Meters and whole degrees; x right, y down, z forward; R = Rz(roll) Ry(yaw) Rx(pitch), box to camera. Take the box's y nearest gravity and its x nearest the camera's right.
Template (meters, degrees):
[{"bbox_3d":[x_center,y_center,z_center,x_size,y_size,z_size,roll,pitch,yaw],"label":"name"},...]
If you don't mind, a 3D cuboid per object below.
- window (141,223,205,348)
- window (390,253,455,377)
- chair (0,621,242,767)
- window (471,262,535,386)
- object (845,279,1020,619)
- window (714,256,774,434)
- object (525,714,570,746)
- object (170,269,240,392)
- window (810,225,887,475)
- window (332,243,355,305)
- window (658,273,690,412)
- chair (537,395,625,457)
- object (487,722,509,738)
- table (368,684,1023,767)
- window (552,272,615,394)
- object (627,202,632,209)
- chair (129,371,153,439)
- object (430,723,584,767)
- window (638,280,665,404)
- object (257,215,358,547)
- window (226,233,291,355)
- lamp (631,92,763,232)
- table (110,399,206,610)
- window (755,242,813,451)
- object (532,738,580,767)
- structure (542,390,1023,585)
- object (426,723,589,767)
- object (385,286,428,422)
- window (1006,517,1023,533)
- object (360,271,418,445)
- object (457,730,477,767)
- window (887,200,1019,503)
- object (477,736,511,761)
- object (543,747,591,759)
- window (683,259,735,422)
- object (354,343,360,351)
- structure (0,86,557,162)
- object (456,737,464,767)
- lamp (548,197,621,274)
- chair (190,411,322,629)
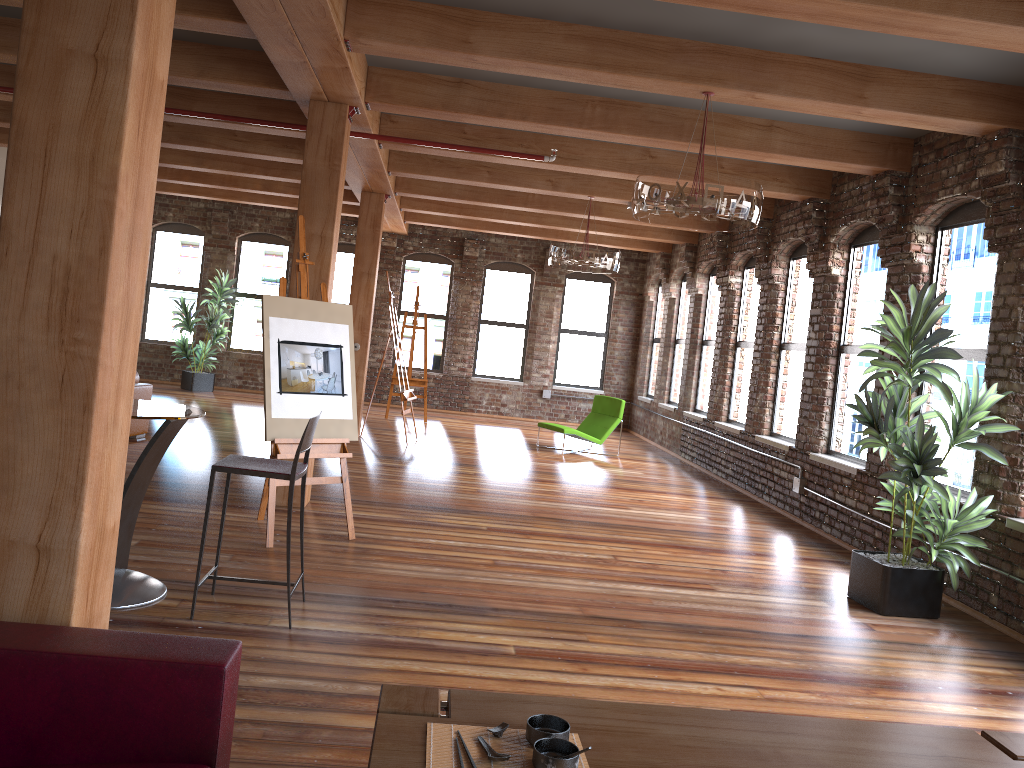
[{"bbox_3d":[-5.997,-1.775,15.772,0.968,2.169,0.086,6,0,-5],"label":"window"},{"bbox_3d":[-1.608,-1.277,16.067,0.968,2.227,0.221,6,0,-5],"label":"window"},{"bbox_3d":[-1.116,0.948,1.749,0.865,0.592,1.072,6,2,-5],"label":"chair"},{"bbox_3d":[-0.150,-1.127,16.189,0.968,2.218,0.219,6,0,-5],"label":"window"},{"bbox_3d":[2.613,0.403,5.726,0.967,2.103,1.080,6,1,8],"label":"object"},{"bbox_3d":[2.867,-0.524,10.886,0.230,2.214,0.969,6,1,-5],"label":"window"},{"bbox_3d":[0.081,0.790,2.006,0.099,0.043,0.099,7,3,21],"label":"object"},{"bbox_3d":[-5.271,-0.944,15.047,1.078,2.103,0.969,6,1,-27],"label":"object"},{"bbox_3d":[3.105,-0.348,7.961,0.232,2.214,0.969,6,1,-5],"label":"window"},{"bbox_3d":[-3.060,-1.431,15.947,0.968,2.227,0.221,6,0,-5],"label":"window"},{"bbox_3d":[2.631,-0.700,13.808,0.231,2.214,0.969,6,1,-5],"label":"window"},{"bbox_3d":[0.940,0.542,12.209,0.954,0.796,0.682,5,2,-30],"label":"chair"},{"bbox_3d":[-0.032,0.789,2.011,0.018,0.021,0.059,7,3,37],"label":"object"},{"bbox_3d":[0.543,1.150,1.867,1.749,0.550,0.901,6,2,-5],"label":"table"},{"bbox_3d":[1.323,-0.970,16.310,0.968,2.218,0.219,6,0,-5],"label":"window"},{"bbox_3d":[1.383,-2.013,9.985,0.145,0.072,0.147,6,2,-5],"label":"object"},{"bbox_3d":[-4.347,0.156,8.935,1.064,0.735,0.831,6,2,5],"label":"chair"},{"bbox_3d":[-0.003,0.813,1.823,0.332,0.003,0.471,6,3,-5],"label":"object"},{"bbox_3d":[2.510,-0.789,15.297,0.232,2.214,0.969,6,1,-5],"label":"window"},{"bbox_3d":[-1.390,-0.072,5.953,0.700,2.140,0.687,6,1,-45],"label":"object"},{"bbox_3d":[-4.518,-1.618,15.894,0.968,2.169,0.086,6,0,-5],"label":"window"},{"bbox_3d":[1.192,-1.427,5.574,0.812,0.814,0.807,8,2,38],"label":"lamp"},{"bbox_3d":[-1.931,0.569,4.341,0.723,0.924,0.721,7,1,20],"label":"table"},{"bbox_3d":[2.989,-0.436,9.424,0.236,2.214,0.969,6,1,-5],"label":"window"},{"bbox_3d":[0.093,0.797,1.888,0.099,0.043,0.098,8,3,33],"label":"object"},{"bbox_3d":[2.687,0.830,9.614,1.632,0.313,13.735,6,3,-12],"label":"structure"},{"bbox_3d":[-0.002,0.813,1.823,0.352,0.001,0.470,6,3,-5],"label":"object"},{"bbox_3d":[-1.594,-0.513,14.136,0.661,2.140,0.686,6,1,-10],"label":"object"},{"bbox_3d":[3.344,-0.172,5.036,0.235,2.214,0.969,6,1,-5],"label":"window"},{"bbox_3d":[-1.482,-0.355,11.282,0.685,2.140,0.662,6,1,5],"label":"object"},{"bbox_3d":[-0.088,0.796,1.883,0.007,0.008,0.271,6,3,-16],"label":"object"},{"bbox_3d":[3.225,-0.260,6.499,0.235,2.214,0.969,6,1,-5],"label":"window"},{"bbox_3d":[-0.043,0.787,1.919,0.045,0.030,0.153,6,3,-20],"label":"object"},{"bbox_3d":[0.115,0.774,1.865,0.045,0.080,0.138,6,2,-40],"label":"object"},{"bbox_3d":[2.750,-0.612,12.345,0.233,2.214,0.969,6,1,-5],"label":"window"},{"bbox_3d":[-1.945,-0.463,11.051,0.095,0.095,0.061,6,1,-5],"label":"object"},{"bbox_3d":[-2.985,-2.331,7.396,6.805,0.112,0.051,6,1,-5],"label":"structure"},{"bbox_3d":[-0.104,0.796,1.845,0.007,0.008,0.271,6,3,-9],"label":"object"},{"bbox_3d":[0.840,-1.688,9.907,0.811,0.814,0.808,7,2,31],"label":"lamp"},{"bbox_3d":[-1.220,0.614,4.309,0.466,0.981,0.430,6,1,-5],"label":"chair"}]
